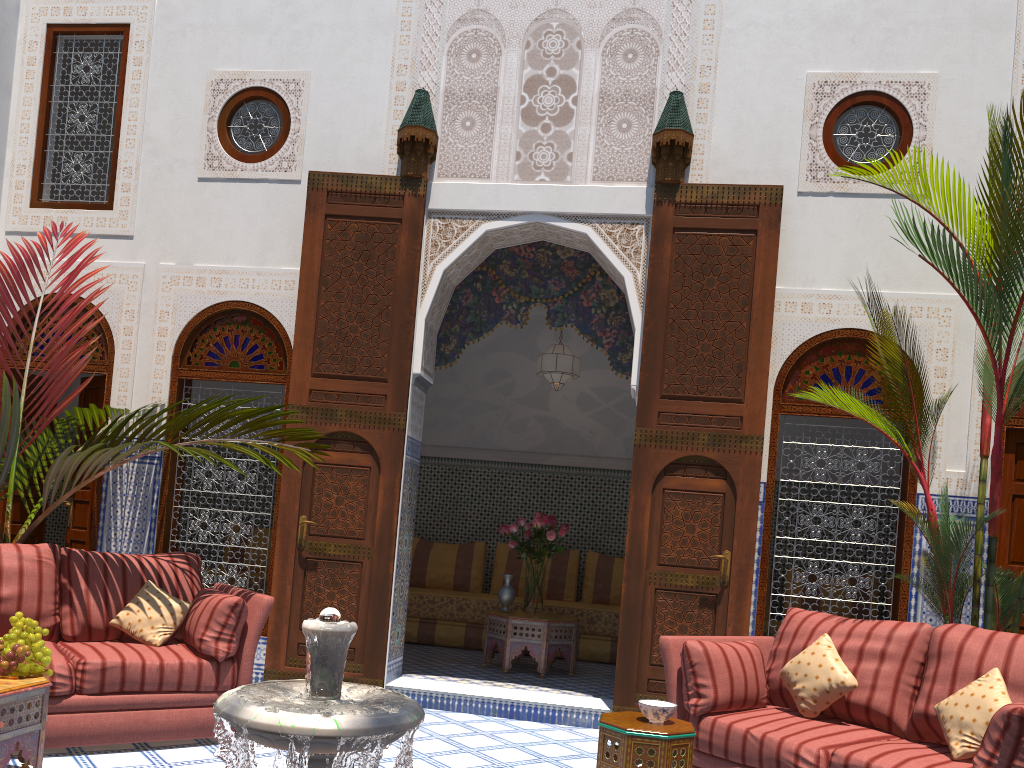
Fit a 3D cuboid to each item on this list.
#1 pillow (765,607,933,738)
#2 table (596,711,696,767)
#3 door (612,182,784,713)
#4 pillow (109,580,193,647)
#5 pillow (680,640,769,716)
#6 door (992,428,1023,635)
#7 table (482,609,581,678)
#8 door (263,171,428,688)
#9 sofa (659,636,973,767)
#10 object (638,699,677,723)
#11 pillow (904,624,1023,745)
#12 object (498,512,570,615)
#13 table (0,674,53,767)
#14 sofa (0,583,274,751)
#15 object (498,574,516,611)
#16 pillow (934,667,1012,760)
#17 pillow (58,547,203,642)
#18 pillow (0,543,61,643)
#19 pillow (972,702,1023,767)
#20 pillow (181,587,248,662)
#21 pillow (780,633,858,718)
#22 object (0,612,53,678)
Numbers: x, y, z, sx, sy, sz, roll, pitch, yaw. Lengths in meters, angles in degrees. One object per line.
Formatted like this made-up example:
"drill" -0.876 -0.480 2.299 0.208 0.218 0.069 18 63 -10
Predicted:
"pillow" 1.154 0.993 3.060 0.304 0.377 0.583 8 -8 -36
"table" 0.396 1.184 2.653 0.292 0.322 0.289 9 -6 -36
"door" 0.833 0.341 3.977 0.582 2.505 0.124 5 -1 9
"pillow" -1.383 0.878 3.364 0.265 0.234 0.148 4 -4 10
"pillow" 0.741 1.021 3.040 0.383 0.251 0.187 10 -7 -35
"door" 2.248 0.930 3.833 0.285 1.457 0.124 5 -1 9
"table" 0.115 1.515 5.136 0.536 0.321 0.546 4 -8 9
"door" -0.793 0.244 4.196 0.582 2.505 0.124 5 -1 4
"sofa" 1.178 1.151 2.749 0.739 0.537 1.365 10 -10 -36
"object" 0.441 0.998 2.663 0.118 0.057 0.120 2 -9 21
"pillow" 1.486 0.933 2.611 0.308 0.399 0.560 9 -8 -40
"object" 0.123 1.044 5.117 0.446 0.593 0.338 2 -5 35
"table" -1.619 0.980 2.455 0.536 0.321 0.546 4 -8 9
"sofa" -1.674 0.997 3.228 1.376 0.538 0.733 11 -9 -36
"object" -0.031 1.226 5.146 0.106 0.212 0.107 4 -3 14
"pillow" 1.313 0.929 2.476 0.147 0.257 0.283 4 -6 8
"pillow" -1.517 0.855 3.534 0.566 0.372 0.320 10 -7 -36
"pillow" -1.964 0.759 3.194 0.588 0.389 0.291 10 -7 -36
"pillow" 1.339 0.924 2.241 0.400 0.241 0.187 10 -7 -35
"pillow" -1.152 0.919 3.380 0.189 0.241 0.397 8 -8 -35
"pillow" 1.015 0.971 2.925 0.131 0.276 0.302 6 -6 -25
"object" -1.508 0.788 2.576 0.306 0.238 0.218 6 -5 -11
